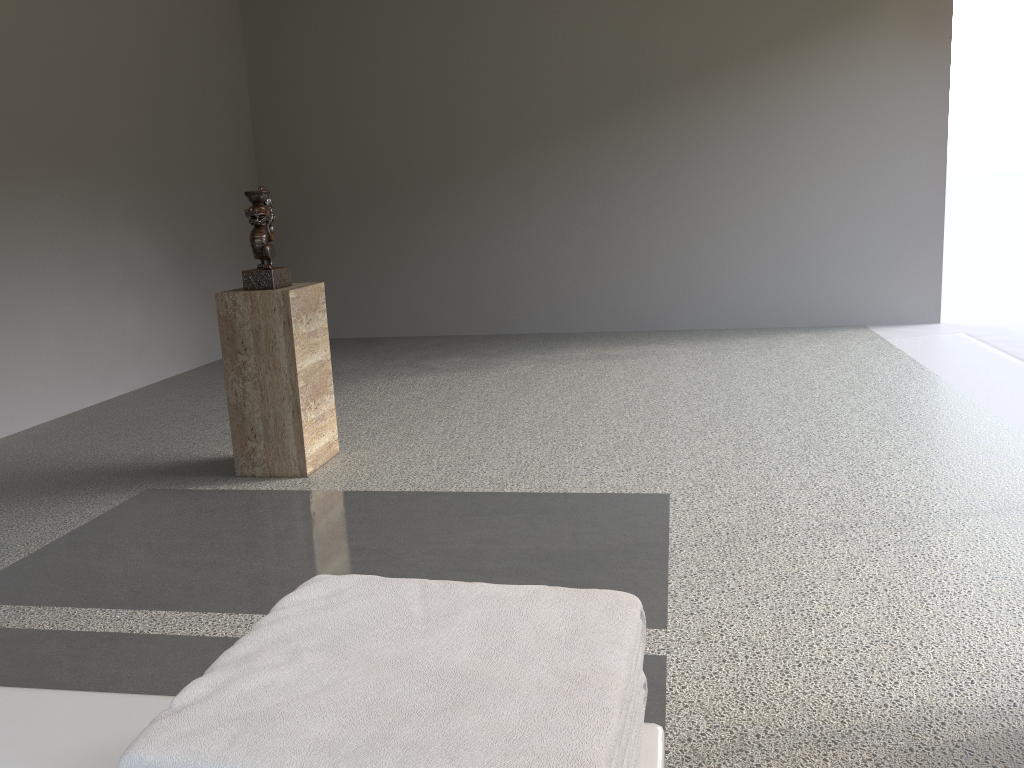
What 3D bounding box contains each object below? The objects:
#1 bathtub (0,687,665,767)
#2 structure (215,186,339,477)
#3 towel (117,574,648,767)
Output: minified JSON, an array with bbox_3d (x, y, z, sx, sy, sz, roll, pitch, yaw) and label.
[{"bbox_3d":[-0.932,0.696,0.376,1.958,0.503,1.330,-1,12,11],"label":"bathtub"},{"bbox_3d":[-0.902,-0.209,3.385,0.292,1.072,0.329,-1,11,11],"label":"structure"},{"bbox_3d":[-0.070,0.271,0.685,0.322,0.145,0.306,0,12,14],"label":"towel"}]
